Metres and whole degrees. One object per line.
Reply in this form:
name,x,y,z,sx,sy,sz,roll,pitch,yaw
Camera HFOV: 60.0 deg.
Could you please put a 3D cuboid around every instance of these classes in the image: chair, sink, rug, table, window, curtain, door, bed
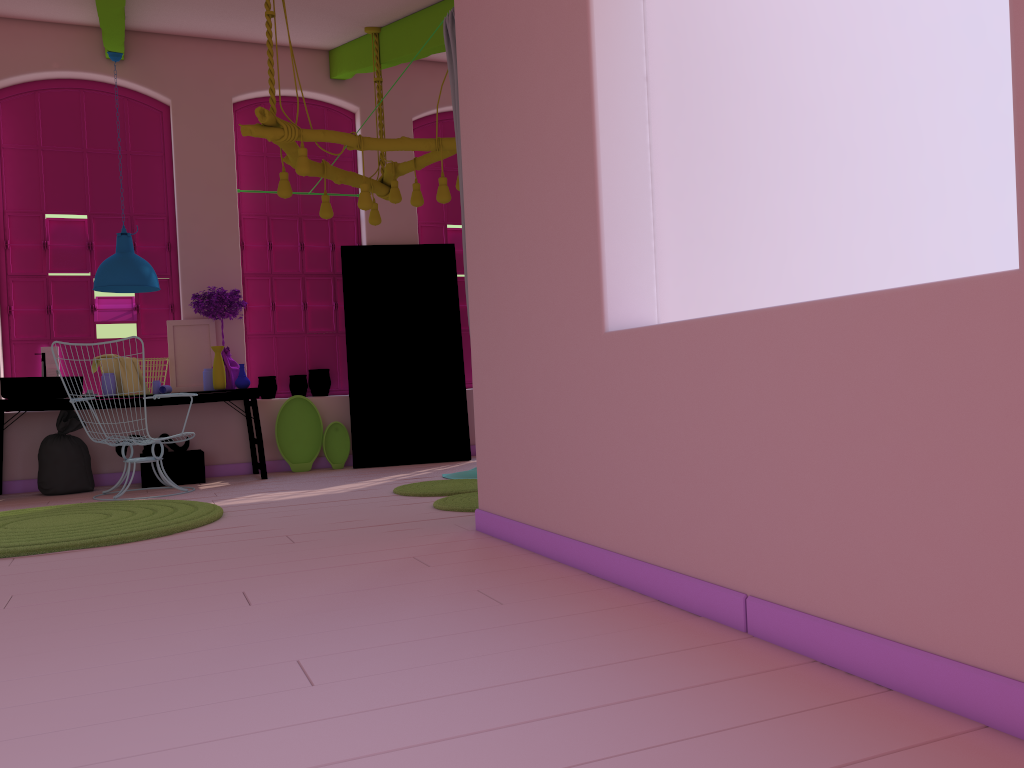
chair,-3.000,0.273,7.051,1.078,1.238,0.924,-3,1,12
sink,-3.877,0.028,7.328,0.609,0.194,0.340,-3,0,-23
rug,-0.457,0.754,6.467,0.792,0.021,0.793,-3,0,-40
table,-3.323,0.491,7.745,2.192,0.821,0.655,-3,1,-23
window,-0.356,-1.455,9.639,1.513,3.010,0.214,-3,1,-23
curtain,-0.066,-0.645,4.820,0.525,2.786,0.518,-3,1,-42
rug,-2.748,0.856,5.364,1.888,0.050,1.889,-3,0,-36
door,-1.057,-0.309,8.803,1.153,2.211,0.450,-3,1,-13
rug,-0.092,0.738,5.606,0.792,0.021,0.792,-3,0,4
window,-3.872,-1.284,8.139,1.497,3.004,0.492,-3,1,-23
bed,1.511,0.419,6.939,3.575,0.514,2.802,-3,0,-23
window,-2.105,-1.379,8.883,1.274,3.047,0.072,-3,1,-23

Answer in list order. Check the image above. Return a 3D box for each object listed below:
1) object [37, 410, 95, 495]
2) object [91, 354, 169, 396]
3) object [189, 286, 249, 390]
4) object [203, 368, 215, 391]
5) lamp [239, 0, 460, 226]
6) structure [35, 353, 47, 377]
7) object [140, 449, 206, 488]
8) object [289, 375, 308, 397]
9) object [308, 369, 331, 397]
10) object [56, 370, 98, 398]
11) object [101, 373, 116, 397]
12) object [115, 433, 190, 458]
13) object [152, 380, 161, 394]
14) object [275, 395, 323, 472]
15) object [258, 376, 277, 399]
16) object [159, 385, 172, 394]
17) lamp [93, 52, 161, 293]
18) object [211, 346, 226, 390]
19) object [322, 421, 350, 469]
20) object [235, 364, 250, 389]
object,-6.795,0.286,5.003,7.863,1.580,2.827,-3,0,-22
object,-3.357,-0.080,7.817,0.633,0.369,0.444,-3,0,-23
object,-2.656,-0.417,8.090,0.441,0.951,0.502,-2,1,27
object,-2.707,-0.039,7.940,0.109,0.197,0.109,-3,1,14
lamp,-1.177,-2.267,6.192,1.775,2.265,1.611,-3,1,-41
structure,-3.977,-0.067,7.488,0.087,0.397,0.166,-3,1,-14
object,-3.023,0.748,7.895,0.521,0.277,0.446,-3,0,-23
object,-2.105,0.022,8.747,0.182,0.223,0.182,-3,1,-40
object,-1.915,-0.012,8.832,0.223,0.272,0.223,-3,1,-36
object,-3.745,-0.003,7.611,0.411,0.250,0.165,-3,1,12
object,-3.433,0.006,7.551,0.109,0.197,0.109,-3,1,-31
object,-3.174,0.662,7.867,0.300,0.448,0.672,-2,1,43
object,-3.101,0.029,7.741,0.065,0.118,0.065,-2,1,26
object,-2.061,0.474,8.530,0.451,0.734,0.218,-3,1,-23
object,-2.379,0.035,8.631,0.182,0.223,0.182,-2,1,44
object,-3.015,0.049,7.711,0.076,0.076,0.137,-3,0,-3
lamp,-3.298,-1.796,7.476,0.529,2.002,0.528,-3,1,9
object,-2.588,-0.141,7.827,0.116,0.383,0.116,-2,1,41
object,-1.724,0.592,8.592,0.284,0.463,0.137,-3,1,-38
object,-2.409,-0.069,7.923,0.132,0.219,0.132,-3,1,-6
